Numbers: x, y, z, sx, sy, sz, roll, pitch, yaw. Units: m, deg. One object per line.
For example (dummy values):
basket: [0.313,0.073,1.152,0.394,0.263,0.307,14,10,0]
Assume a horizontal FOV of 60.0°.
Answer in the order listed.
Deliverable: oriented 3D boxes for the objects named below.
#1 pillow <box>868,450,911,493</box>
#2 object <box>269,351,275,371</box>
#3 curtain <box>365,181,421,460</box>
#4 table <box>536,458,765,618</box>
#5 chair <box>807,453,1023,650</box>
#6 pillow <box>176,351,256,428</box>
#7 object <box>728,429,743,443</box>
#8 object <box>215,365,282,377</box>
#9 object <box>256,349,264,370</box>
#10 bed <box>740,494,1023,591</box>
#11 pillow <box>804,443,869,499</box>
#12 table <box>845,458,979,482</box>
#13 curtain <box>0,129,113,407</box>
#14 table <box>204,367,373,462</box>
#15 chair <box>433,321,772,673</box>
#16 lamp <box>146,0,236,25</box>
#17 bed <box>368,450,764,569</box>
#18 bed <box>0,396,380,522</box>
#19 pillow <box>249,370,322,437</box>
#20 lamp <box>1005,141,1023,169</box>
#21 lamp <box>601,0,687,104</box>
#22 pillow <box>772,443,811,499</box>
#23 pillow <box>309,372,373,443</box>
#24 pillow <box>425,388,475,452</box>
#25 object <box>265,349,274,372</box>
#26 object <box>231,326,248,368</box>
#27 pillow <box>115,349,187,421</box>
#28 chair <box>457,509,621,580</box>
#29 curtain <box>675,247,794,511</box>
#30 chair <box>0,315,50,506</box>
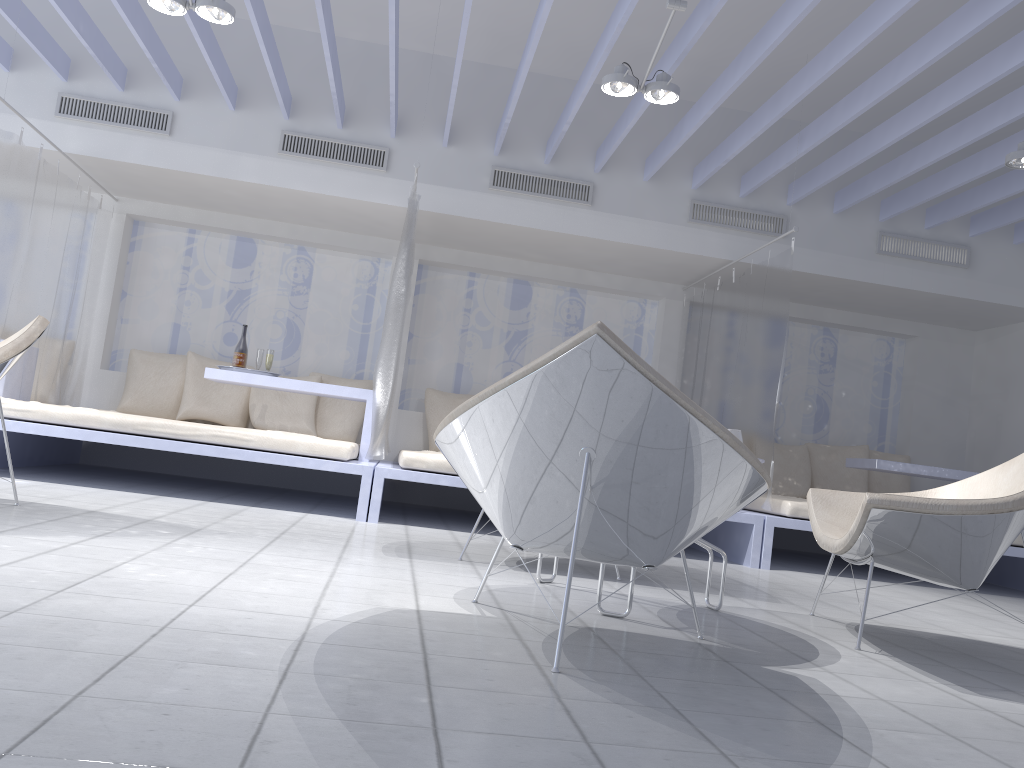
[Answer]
pillow: [3.022,0.804,7.211,0.524,0.521,0.230,8,-5,-9]
object: [-1.575,-0.131,5.752,0.059,0.174,0.059,11,-6,-39]
curtain: [-0.761,-0.291,5.768,0.151,1.552,2.050,8,-5,-7]
table: [0.410,0.476,3.031,0.823,0.534,0.825,10,-6,-30]
chair: [1.453,0.491,2.967,0.753,0.759,0.906,7,-5,8]
pillow: [-2.172,0.051,6.549,0.537,0.527,0.233,10,-5,-27]
object: [0.745,0.200,2.991,0.068,0.091,0.068,9,-5,-17]
object: [-1.690,-0.073,5.696,0.429,0.031,0.275,8,-5,-5]
object: [-1.639,-0.140,5.744,0.059,0.174,0.059,11,-6,-39]
bed: [2.381,1.051,6.143,2.200,0.427,2.016,8,-5,-7]
pillow: [2.605,0.720,7.136,0.537,0.527,0.233,6,-5,13]
table: [2.933,0.816,6.242,1.065,0.450,0.416,8,-5,-7]
curtain: [-2.931,-0.570,5.540,0.125,1.559,1.998,8,-5,-8]
table: [-1.419,0.207,5.707,1.065,0.450,0.416,8,-5,-7]
chair: [0.202,0.269,2.258,0.906,0.759,0.753,6,-5,11]
lamp: [-1.401,-1.798,3.786,0.380,0.218,0.587,8,-5,-7]
bed: [0.207,0.747,5.876,2.200,0.427,2.016,8,-5,-7]
bed: [-1.968,0.446,5.624,2.200,0.422,2.022,8,-5,-7]
pillow: [-1.671,0.140,6.554,0.528,0.482,0.307,8,-5,-12]
lamp: [2.730,-1.220,4.293,0.380,0.218,0.587,8,-5,-7]
lamp: [0.654,-1.510,4.038,0.380,0.218,0.587,8,-5,-7]
pillow: [2.112,0.670,7.019,0.528,0.482,0.307,8,-5,-2]
pillow: [-1.346,0.180,6.686,0.572,0.510,0.231,8,-5,-6]
pillow: [-0.408,0.312,6.801,0.572,0.510,0.231,8,-5,-8]
object: [-1.561,-0.134,5.689,0.059,0.174,0.059,11,-6,-39]
object: [-1.741,-0.230,5.713,0.092,0.302,0.092,11,-6,-39]
pillow: [-2.602,0.016,6.520,0.524,0.521,0.230,8,-5,-5]
chair: [0.140,0.407,3.972,0.906,0.759,0.753,8,-5,-3]
curtain: [1.413,0.038,6.074,0.125,1.559,1.998,8,-5,-8]
chair: [-2.195,0.049,3.320,0.753,0.759,0.906,11,-6,-37]
